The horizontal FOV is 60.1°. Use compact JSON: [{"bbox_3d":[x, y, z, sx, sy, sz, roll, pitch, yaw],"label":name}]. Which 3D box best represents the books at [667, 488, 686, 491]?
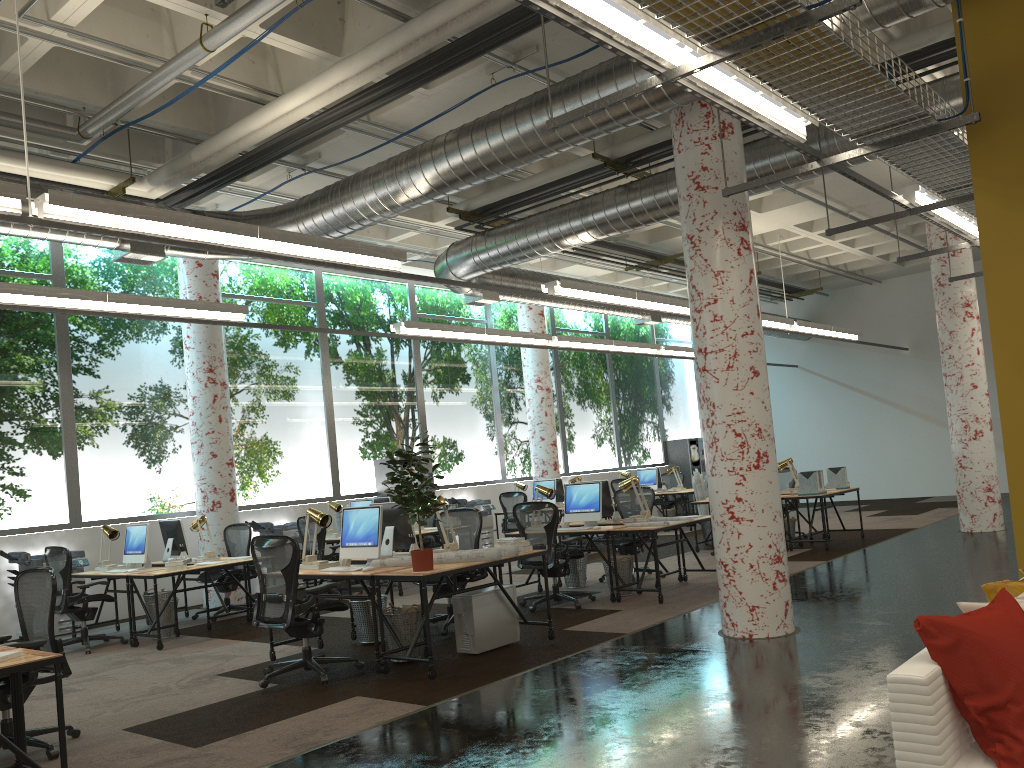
[{"bbox_3d":[3.299,2.110,17.719,0.310,0.038,0.225,-10,-7,40],"label":"books"}]

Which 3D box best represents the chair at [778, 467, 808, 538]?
[{"bbox_3d":[4.073,1.830,13.556,0.772,1.083,0.793,-7,-4,24],"label":"chair"}]

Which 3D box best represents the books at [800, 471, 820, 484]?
[{"bbox_3d":[3.983,1.322,11.823,0.234,0.309,0.068,-8,-4,40],"label":"books"}]

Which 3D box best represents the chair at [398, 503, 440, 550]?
[{"bbox_3d":[-1.387,2.281,12.985,0.772,1.083,0.793,-7,-4,24],"label":"chair"}]

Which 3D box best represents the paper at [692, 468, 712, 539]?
[{"bbox_3d":[3.053,1.887,13.780,0.441,1.195,0.413,-6,-3,18],"label":"paper"}]

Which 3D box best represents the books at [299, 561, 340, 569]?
[{"bbox_3d":[-1.634,1.525,7.453,0.310,0.038,0.225,-10,-7,40],"label":"books"}]

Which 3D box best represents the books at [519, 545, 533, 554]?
[{"bbox_3d":[0.001,1.339,7.154,0.272,0.050,0.200,-10,-7,37],"label":"books"}]

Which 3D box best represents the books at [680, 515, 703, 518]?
[{"bbox_3d":[1.923,1.444,9.622,0.243,0.019,0.206,-4,-6,-12],"label":"books"}]

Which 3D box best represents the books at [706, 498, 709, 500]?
[{"bbox_3d":[3.005,1.652,12.843,0.310,0.038,0.225,-10,-7,40],"label":"books"}]

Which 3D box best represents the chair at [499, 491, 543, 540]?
[{"bbox_3d":[0.161,2.289,14.517,0.772,1.083,0.793,-7,-4,24],"label":"chair"}]

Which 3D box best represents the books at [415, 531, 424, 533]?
[{"bbox_3d":[-1.303,1.936,11.552,0.244,0.019,0.205,-7,-6,18],"label":"books"}]

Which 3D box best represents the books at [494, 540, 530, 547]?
[{"bbox_3d":[0.000,1.295,7.183,0.192,0.044,0.258,-2,-7,-32],"label":"books"}]

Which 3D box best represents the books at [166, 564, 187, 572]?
[{"bbox_3d":[-3.410,1.861,8.994,0.200,0.050,0.273,-3,-6,-22],"label":"books"}]

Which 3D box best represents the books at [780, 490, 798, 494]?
[{"bbox_3d":[4.067,1.548,12.787,0.310,0.038,0.225,-10,-7,40],"label":"books"}]

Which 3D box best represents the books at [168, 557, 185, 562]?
[{"bbox_3d":[-3.416,1.785,9.015,0.152,0.030,0.186,-3,-6,-22],"label":"books"}]

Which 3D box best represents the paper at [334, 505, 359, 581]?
[{"bbox_3d":[-2.407,2.338,13.209,0.441,1.195,0.413,-6,-3,18],"label":"paper"}]

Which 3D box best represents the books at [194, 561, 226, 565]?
[{"bbox_3d":[-3.186,1.891,9.342,0.244,0.019,0.205,-7,-6,18],"label":"books"}]

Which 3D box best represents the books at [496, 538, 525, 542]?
[{"bbox_3d":[-0.014,1.263,7.173,0.185,0.030,0.153,-10,-7,38],"label":"books"}]

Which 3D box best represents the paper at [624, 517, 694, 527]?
[{"bbox_3d":[1.517,1.420,9.154,0.570,0.061,0.626,-10,-7,38],"label":"paper"}]

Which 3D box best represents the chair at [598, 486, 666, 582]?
[{"bbox_3d":[1.418,1.782,10.592,0.772,1.083,0.793,-7,-4,24],"label":"chair"}]

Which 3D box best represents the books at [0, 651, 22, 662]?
[{"bbox_3d":[-2.519,1.317,4.232,0.200,0.024,0.236,-7,-6,14],"label":"books"}]

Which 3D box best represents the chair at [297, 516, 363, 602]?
[{"bbox_3d":[-2.424,2.228,11.484,0.772,1.083,0.793,-7,-4,24],"label":"chair"}]

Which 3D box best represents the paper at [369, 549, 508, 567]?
[{"bbox_3d":[-0.586,1.339,6.783,1.136,0.082,0.083,-7,-4,15],"label":"paper"}]

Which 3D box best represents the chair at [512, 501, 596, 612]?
[{"bbox_3d":[0.380,1.729,9.091,0.772,1.083,0.793,-7,-4,24],"label":"chair"}]

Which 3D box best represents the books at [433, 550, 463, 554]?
[{"bbox_3d":[-0.573,1.421,7.397,0.310,0.038,0.225,-10,-7,40],"label":"books"}]

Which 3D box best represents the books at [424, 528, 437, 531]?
[{"bbox_3d":[-1.047,1.933,11.787,0.200,0.024,0.236,-7,-6,14],"label":"books"}]

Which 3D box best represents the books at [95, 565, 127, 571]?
[{"bbox_3d":[-4.482,2.055,9.896,0.310,0.038,0.225,-10,-7,40],"label":"books"}]

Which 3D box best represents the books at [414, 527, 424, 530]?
[{"bbox_3d":[-1.394,1.999,12.216,0.310,0.038,0.225,-10,-7,40],"label":"books"}]

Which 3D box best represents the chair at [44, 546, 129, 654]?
[{"bbox_3d":[-4.450,2.179,9.107,0.772,1.083,0.793,-7,-4,24],"label":"chair"}]

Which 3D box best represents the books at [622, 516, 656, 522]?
[{"bbox_3d":[1.411,1.500,9.823,0.310,0.038,0.225,-10,-7,40],"label":"books"}]

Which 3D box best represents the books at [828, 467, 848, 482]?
[{"bbox_3d":[4.639,1.338,12.592,0.234,0.309,0.068,-8,-4,40],"label":"books"}]

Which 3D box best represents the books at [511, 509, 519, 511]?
[{"bbox_3d":[0.130,2.164,15.305,0.310,0.038,0.225,-10,-7,40],"label":"books"}]

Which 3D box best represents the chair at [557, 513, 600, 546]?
[{"bbox_3d":[1.198,2.342,16.018,0.772,1.083,0.793,-7,-4,24],"label":"chair"}]

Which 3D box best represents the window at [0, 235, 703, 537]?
[{"bbox_3d":[-3.598,-0.035,13.308,0.050,3.752,26.191,-8,-6,40],"label":"window"}]

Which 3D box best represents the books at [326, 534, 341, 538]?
[{"bbox_3d":[-2.455,2.103,12.272,0.310,0.038,0.225,-10,-7,40],"label":"books"}]

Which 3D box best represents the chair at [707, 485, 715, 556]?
[{"bbox_3d":[3.036,1.777,12.055,0.772,1.083,0.793,-7,-4,24],"label":"chair"}]

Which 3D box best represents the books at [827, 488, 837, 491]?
[{"bbox_3d":[4.413,1.482,12.358,0.200,0.024,0.236,-7,-6,14],"label":"books"}]

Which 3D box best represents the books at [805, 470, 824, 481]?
[{"bbox_3d":[4.079,1.325,11.935,0.234,0.309,0.068,-8,-4,40],"label":"books"}]

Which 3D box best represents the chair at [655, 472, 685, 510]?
[{"bbox_3d":[3.305,2.392,18.489,0.772,1.083,0.793,-7,-4,24],"label":"chair"}]

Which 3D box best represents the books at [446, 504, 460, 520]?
[{"bbox_3d":[-0.821,1.789,12.021,0.234,0.309,0.068,-8,-4,40],"label":"books"}]

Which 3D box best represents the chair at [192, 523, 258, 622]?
[{"bbox_3d":[-3.413,2.232,10.608,0.772,1.083,0.793,-7,-4,24],"label":"chair"}]

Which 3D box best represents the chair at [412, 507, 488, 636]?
[{"bbox_3d":[-0.566,1.703,8.166,0.772,1.083,0.793,-7,-4,24],"label":"chair"}]

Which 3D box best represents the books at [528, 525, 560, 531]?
[{"bbox_3d":[0.349,1.604,9.879,0.310,0.038,0.225,-10,-7,40],"label":"books"}]

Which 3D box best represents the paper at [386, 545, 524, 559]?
[{"bbox_3d":[-0.477,1.341,6.910,1.134,0.082,0.083,-6,-4,5],"label":"paper"}]

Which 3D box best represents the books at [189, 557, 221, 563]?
[{"bbox_3d":[-3.420,1.950,9.839,0.310,0.038,0.225,-10,-7,40],"label":"books"}]

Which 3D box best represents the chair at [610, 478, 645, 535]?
[{"bbox_3d":[2.268,2.339,16.988,0.772,1.083,0.793,-7,-4,24],"label":"chair"}]

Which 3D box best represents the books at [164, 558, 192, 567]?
[{"bbox_3d":[-3.398,1.815,9.017,0.193,0.044,0.258,-5,-6,-2],"label":"books"}]

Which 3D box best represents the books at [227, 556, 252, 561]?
[{"bbox_3d":[-2.931,1.888,9.578,0.200,0.024,0.236,-7,-6,14],"label":"books"}]

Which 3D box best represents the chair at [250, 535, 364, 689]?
[{"bbox_3d":[-1.603,1.650,6.665,0.772,1.083,0.793,-7,-4,24],"label":"chair"}]
